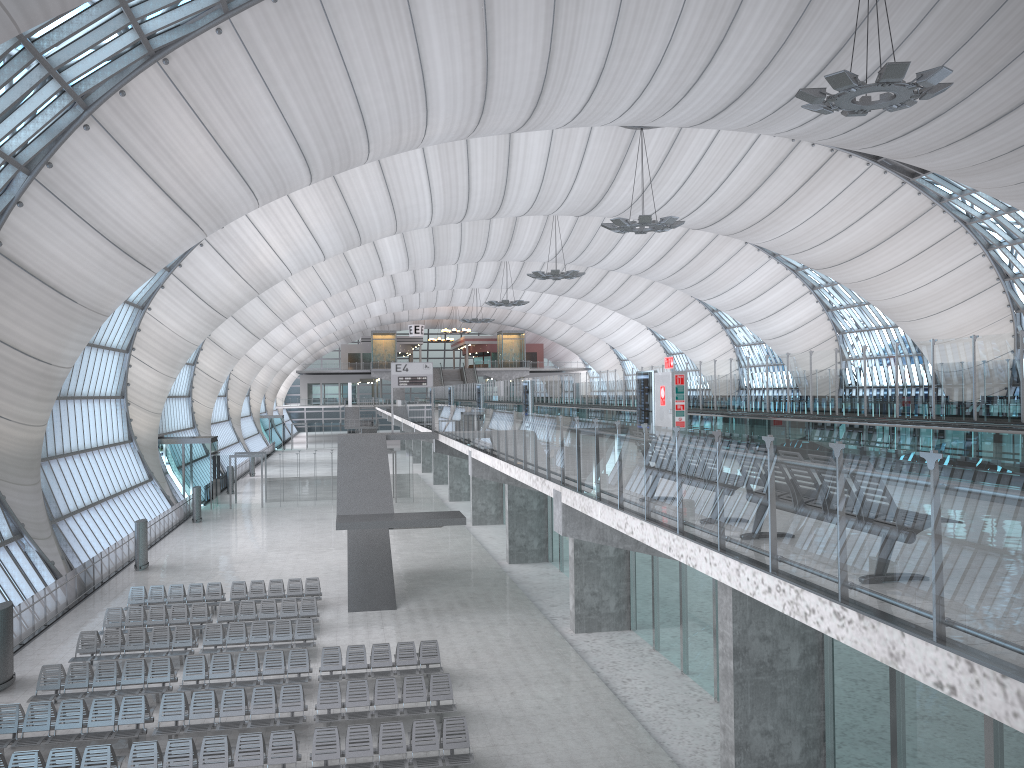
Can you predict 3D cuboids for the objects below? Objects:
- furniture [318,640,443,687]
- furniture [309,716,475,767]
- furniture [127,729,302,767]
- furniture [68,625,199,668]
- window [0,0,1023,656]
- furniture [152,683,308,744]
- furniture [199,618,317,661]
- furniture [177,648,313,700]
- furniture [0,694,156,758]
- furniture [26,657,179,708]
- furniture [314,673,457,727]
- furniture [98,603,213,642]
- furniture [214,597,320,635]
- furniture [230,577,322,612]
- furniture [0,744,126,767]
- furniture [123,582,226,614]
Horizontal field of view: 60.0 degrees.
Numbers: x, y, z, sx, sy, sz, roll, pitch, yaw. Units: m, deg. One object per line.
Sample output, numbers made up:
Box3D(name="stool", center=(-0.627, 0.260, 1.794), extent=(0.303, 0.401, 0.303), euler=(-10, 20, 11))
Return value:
Box3D(name="furniture", center=(-2.908, 6.217, 19.661), extent=(2.705, 0.913, 1.572), euler=(-1, -1, -11))
Box3D(name="furniture", center=(-2.033, 6.159, 14.939), extent=(2.705, 0.913, 1.572), euler=(-1, -1, -11))
Box3D(name="furniture", center=(-4.830, 6.192, 14.420), extent=(2.705, 0.913, 1.572), euler=(-1, -1, -11))
Box3D(name="furniture", center=(-8.990, 6.315, 21.249), extent=(2.705, 0.913, 1.572), euler=(-1, -1, -11))
Box3D(name="window", center=(-0.355, -2.657, 78.999), extent=(50.537, 20.004, 167.818), euler=(-1, -1, -11))
Box3D(name="furniture", center=(-5.268, 6.221, 16.781), extent=(2.705, 0.913, 1.572), euler=(-1, -1, -11))
Box3D(name="furniture", center=(-6.192, 6.282, 21.768), extent=(2.705, 0.913, 1.572), euler=(-1, -1, -11))
Box3D(name="furniture", center=(-5.705, 6.250, 19.142), extent=(2.705, 0.913, 1.572), euler=(-1, -1, -11))
Box3D(name="furniture", center=(-8.066, 6.254, 16.262), extent=(2.705, 0.913, 1.572), euler=(-1, -1, -11))
Box3D(name="furniture", center=(-8.503, 6.283, 18.623), extent=(2.705, 0.913, 1.572), euler=(-1, -1, -11))
Box3D(name="furniture", center=(-2.470, 6.188, 17.300), extent=(2.705, 0.913, 1.572), euler=(-1, -1, -11))
Box3D(name="furniture", center=(-9.418, 6.343, 23.559), extent=(2.705, 0.913, 1.572), euler=(-1, -1, -11))
Box3D(name="furniture", center=(-6.620, 6.310, 24.077), extent=(2.705, 0.913, 1.572), euler=(-1, -1, -11))
Box3D(name="furniture", center=(-7.101, 6.342, 26.674), extent=(2.705, 0.913, 1.572), euler=(-1, -1, -11))
Box3D(name="furniture", center=(-7.628, 6.225, 13.901), extent=(2.705, 0.913, 1.572), euler=(-1, -1, -11))
Box3D(name="furniture", center=(-9.899, 6.375, 26.155), extent=(2.705, 0.913, 1.572), euler=(-1, -1, -11))
